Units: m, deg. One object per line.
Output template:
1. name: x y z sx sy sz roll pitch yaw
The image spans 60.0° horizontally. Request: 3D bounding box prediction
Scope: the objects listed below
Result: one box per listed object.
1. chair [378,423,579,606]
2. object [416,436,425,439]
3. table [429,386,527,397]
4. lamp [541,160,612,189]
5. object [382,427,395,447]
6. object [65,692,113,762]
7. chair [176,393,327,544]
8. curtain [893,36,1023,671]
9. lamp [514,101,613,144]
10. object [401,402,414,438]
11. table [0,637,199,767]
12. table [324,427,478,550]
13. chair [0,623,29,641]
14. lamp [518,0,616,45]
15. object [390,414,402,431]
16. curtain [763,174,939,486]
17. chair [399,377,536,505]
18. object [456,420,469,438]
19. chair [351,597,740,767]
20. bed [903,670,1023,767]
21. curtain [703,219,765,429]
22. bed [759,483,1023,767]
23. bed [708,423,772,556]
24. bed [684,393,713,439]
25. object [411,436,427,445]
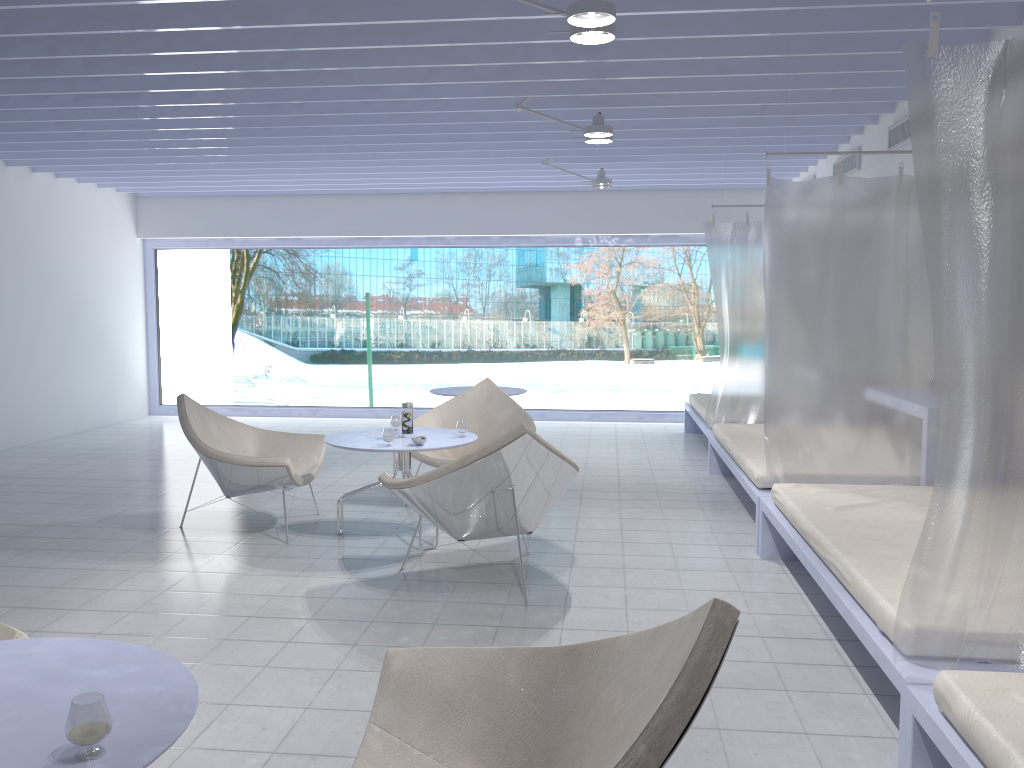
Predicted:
1. chair: -0.086 0.514 3.992 0.906 0.759 0.753 -2 5 -24
2. object: -0.462 0.274 4.494 0.012 0.016 0.098 -3 6 -27
3. table: -0.284 0.321 7.521 0.823 0.534 0.825 -4 6 -37
4. lamp: 0.536 -1.754 7.379 0.587 0.218 0.380 1 5 6
5. object: -0.626 0.269 4.498 0.068 0.091 0.068 3 6 35
6. object: -0.664 0.538 1.393 0.068 0.091 0.068 0 5 -4
7. chair: -1.500 0.429 4.958 0.753 0.759 0.906 0 5 2
8. curtain: 1.933 -0.046 2.049 2.050 1.552 0.151 1 5 6
9. lamp: 0.308 -1.573 5.290 0.587 0.218 0.380 1 5 6
10. object: -0.568 0.193 4.814 0.075 0.189 0.075 0 5 -2
11. table: -0.960 0.842 1.506 0.825 0.534 0.823 -1 5 -17
12. table: -0.597 0.555 4.825 0.825 0.534 0.823 0 5 -3
13. chair: -1.672 0.694 1.900 0.753 0.759 0.906 2 5 24
14. lamp: 0.082 -1.393 3.220 0.587 0.218 0.380 1 5 6
15. object: -0.661 0.220 5.066 0.068 0.091 0.068 3 6 29
16. curtain: 2.210 -0.213 4.225 1.998 1.559 0.125 0 5 5
17. chair: -0.260 0.360 5.766 0.906 0.759 0.753 2 5 17
18. object: -0.269 0.242 4.812 0.068 0.091 0.068 0 5 -1
19. chair: 0.014 0.725 1.552 0.753 0.759 0.906 1 5 10
20. bed: 1.862 0.939 1.024 2.016 0.427 2.200 1 5 6
21. curtain: 2.409 -0.425 6.424 2.050 1.552 0.151 1 5 6
22. bed: 2.117 0.752 3.211 2.022 0.422 2.200 1 5 6
23. bed: 2.339 0.560 5.398 2.016 0.427 2.200 1 5 6
24. bed: 2.593 0.373 7.585 2.022 0.422 2.200 1 5 6
25. object: -0.473 0.291 4.526 0.082 0.043 0.082 -2 5 -25
